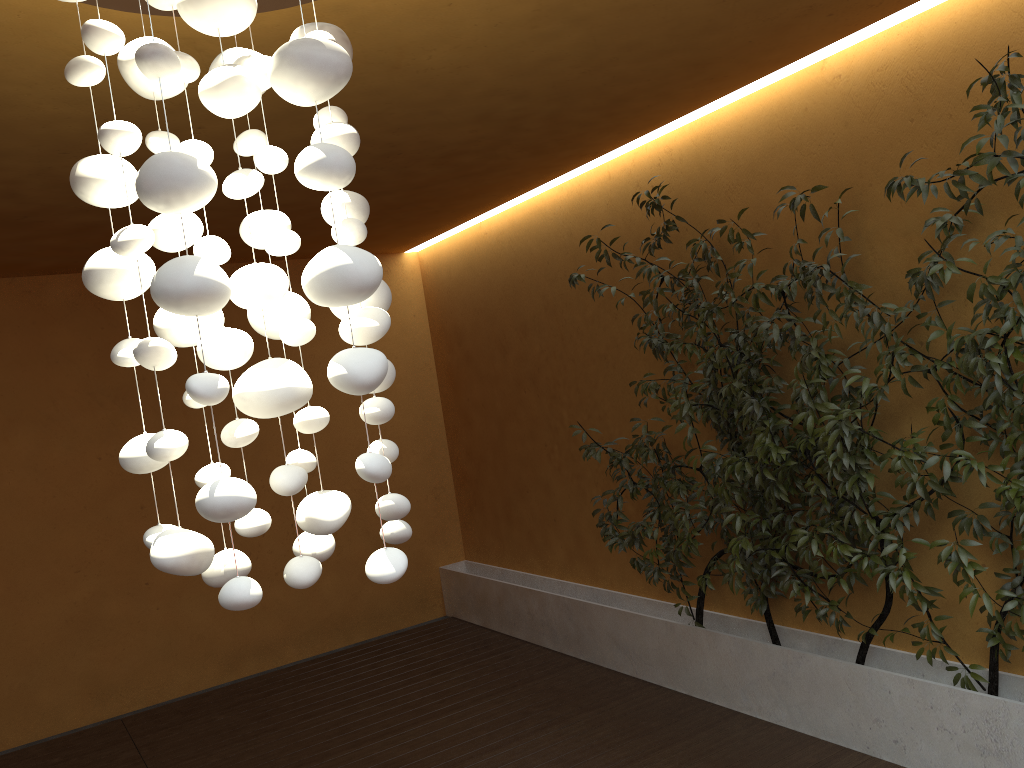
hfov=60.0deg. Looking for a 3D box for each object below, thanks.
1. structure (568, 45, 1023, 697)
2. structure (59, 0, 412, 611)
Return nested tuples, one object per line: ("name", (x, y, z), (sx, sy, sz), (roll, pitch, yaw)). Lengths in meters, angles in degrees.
("structure", (1.282, 0.112, 3.760), (0.622, 2.483, 3.166), (-9, 1, -32))
("structure", (-0.561, -0.319, 1.911), (1.002, 1.529, 1.002), (-9, 0, 17))
